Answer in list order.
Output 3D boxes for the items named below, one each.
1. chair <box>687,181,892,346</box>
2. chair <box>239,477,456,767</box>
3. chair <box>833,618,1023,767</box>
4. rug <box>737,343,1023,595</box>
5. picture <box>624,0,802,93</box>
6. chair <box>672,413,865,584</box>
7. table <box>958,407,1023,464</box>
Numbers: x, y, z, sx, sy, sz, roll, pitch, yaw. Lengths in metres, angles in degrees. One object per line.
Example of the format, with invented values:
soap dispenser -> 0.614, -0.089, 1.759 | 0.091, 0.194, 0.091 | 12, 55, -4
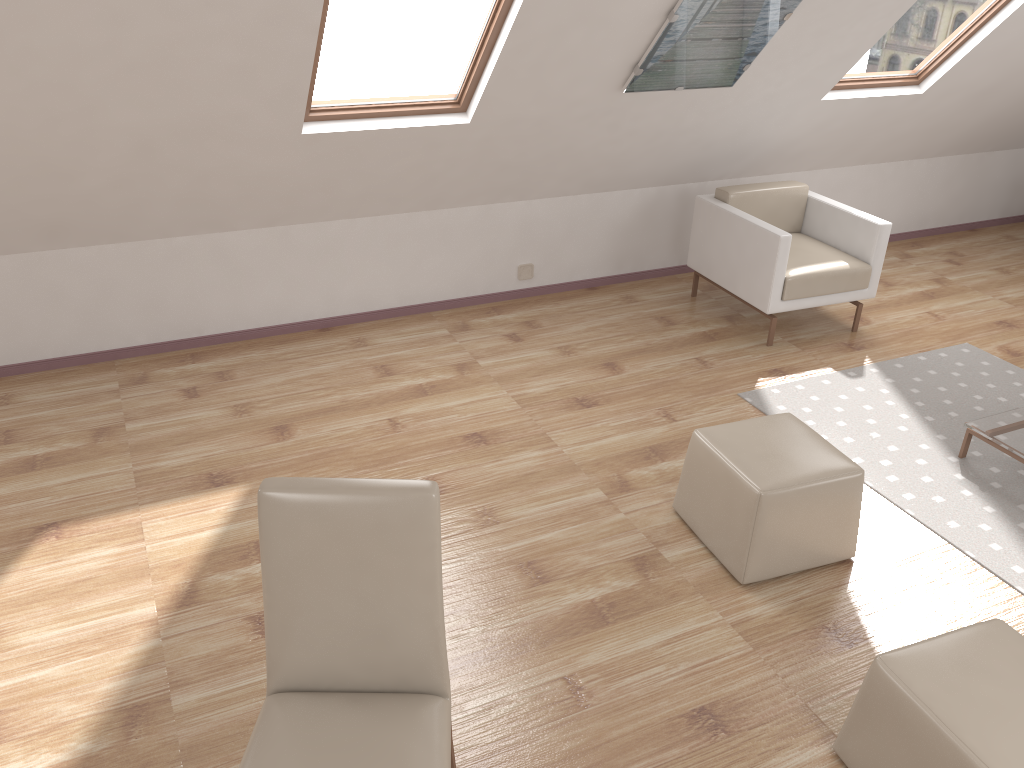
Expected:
chair -> 1.565, -0.733, 5.123 | 0.748, 0.706, 0.820 | -10, 30, -21
chair -> -0.348, 0.778, 1.810 | 0.477, 0.999, 0.618 | 1, 28, -1
chair -> 1.215, 0.924, 2.270 | 0.506, 0.394, 0.506 | -9, 29, -19
rug -> 2.426, 0.512, 3.555 | 1.600, 0.007, 2.800 | -11, 30, -23
picture -> 0.990, -1.648, 3.983 | 0.650, 0.738, 0.683 | -11, 30, -23
chair -> 0.948, 0.391, 3.272 | 0.506, 0.394, 0.506 | -8, 29, -19
table -> 2.506, 0.436, 3.507 | 0.730, 0.190, 1.173 | -11, 30, -23
